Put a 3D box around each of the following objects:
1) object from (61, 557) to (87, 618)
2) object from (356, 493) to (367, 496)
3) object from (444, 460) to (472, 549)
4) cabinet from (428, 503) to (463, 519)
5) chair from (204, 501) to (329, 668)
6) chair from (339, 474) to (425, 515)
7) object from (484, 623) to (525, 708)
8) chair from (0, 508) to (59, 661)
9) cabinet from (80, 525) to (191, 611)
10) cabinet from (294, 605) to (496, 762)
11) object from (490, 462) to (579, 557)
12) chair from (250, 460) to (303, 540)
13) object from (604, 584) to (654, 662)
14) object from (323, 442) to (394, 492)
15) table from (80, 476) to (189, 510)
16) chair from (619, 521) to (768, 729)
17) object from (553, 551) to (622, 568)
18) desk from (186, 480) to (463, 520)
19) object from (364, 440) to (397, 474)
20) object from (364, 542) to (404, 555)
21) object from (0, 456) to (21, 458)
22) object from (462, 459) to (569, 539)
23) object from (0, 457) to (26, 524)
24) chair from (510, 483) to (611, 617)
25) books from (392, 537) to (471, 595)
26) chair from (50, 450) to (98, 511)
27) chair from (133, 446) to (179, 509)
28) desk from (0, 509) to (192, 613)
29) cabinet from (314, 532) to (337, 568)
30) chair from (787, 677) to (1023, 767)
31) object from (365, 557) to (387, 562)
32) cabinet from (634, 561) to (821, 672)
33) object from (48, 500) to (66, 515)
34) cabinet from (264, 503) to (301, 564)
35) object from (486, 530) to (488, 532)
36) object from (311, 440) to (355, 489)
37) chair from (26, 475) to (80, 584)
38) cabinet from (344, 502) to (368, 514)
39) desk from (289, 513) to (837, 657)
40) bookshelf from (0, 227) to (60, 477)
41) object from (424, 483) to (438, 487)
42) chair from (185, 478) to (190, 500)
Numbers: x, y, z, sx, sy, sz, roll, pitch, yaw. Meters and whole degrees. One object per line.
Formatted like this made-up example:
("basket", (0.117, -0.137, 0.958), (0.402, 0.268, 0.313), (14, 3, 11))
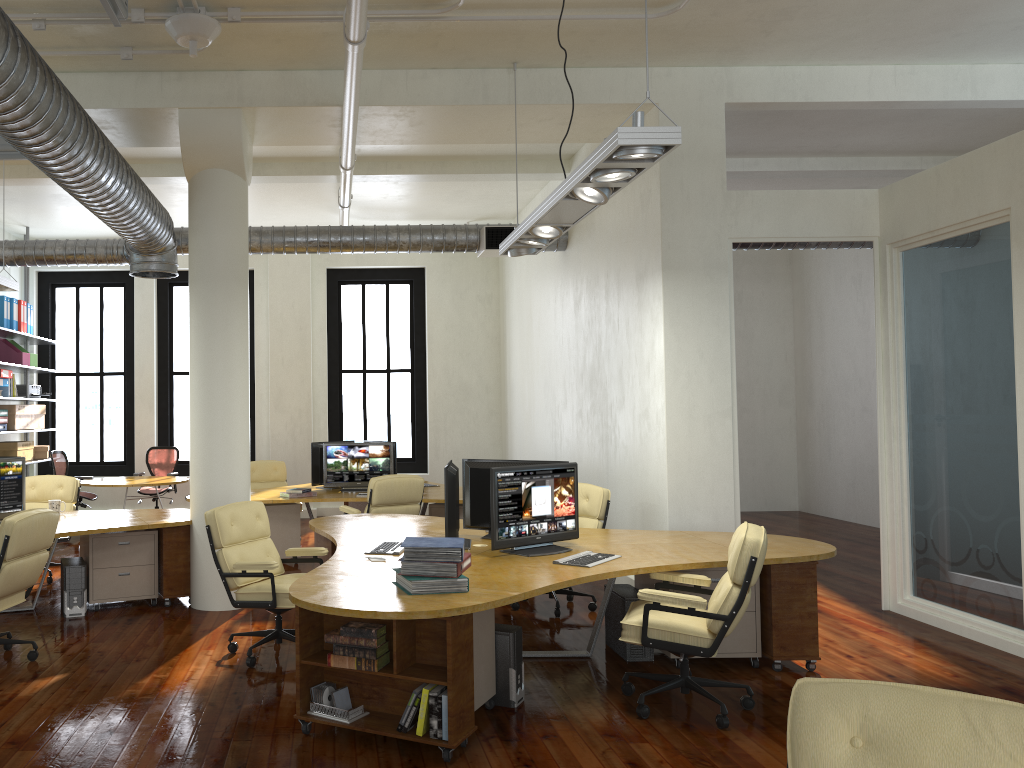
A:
("object", (-3.682, 1.698, 7.445), (0.167, 0.411, 0.516), (0, -2, -29))
("object", (-1.431, 1.193, 9.551), (0.489, 0.016, 0.223), (-1, -2, 8))
("object", (-0.428, 0.810, 6.001), (0.296, 0.552, 0.794), (-1, -2, 0))
("cabinet", (-0.345, 1.574, 9.520), (0.970, 0.709, 0.807), (-2, -2, 29))
("chair", (-1.630, 1.329, 6.050), (0.844, 1.021, 0.660), (-2, -2, 24))
("chair", (-1.333, 1.413, 9.008), (0.652, 1.021, 0.852), (0, -2, -36))
("object", (-0.187, 1.591, 5.090), (0.520, 0.411, 0.166), (-2, -2, 27))
("chair", (-3.493, 1.345, 5.911), (0.800, 1.021, 0.700), (-1, -2, 5))
("cabinet", (-3.327, 1.557, 7.848), (0.822, 0.709, 0.955), (0, -2, -29))
("cabinet", (-0.552, 1.435, 4.708), (0.958, 0.709, 0.819), (-2, -2, 24))
("object", (0.160, 0.794, 5.674), (0.731, 0.552, 0.320), (1, -2, -40))
("chair", (-3.073, 1.500, 11.333), (0.658, 1.021, 0.846), (0, -2, -32))
("object", (0.785, 1.608, 6.016), (0.177, 0.411, 0.488), (-1, -2, -10))
("object", (-1.747, 0.944, 10.099), (0.790, 0.552, 0.297), (-1, -2, -7))
("table", (-5.151, 1.683, 12.080), (1.590, 0.745, 1.377), (-1, -2, 20))
("chair", (0.983, 1.267, 4.878), (0.835, 1.021, 0.668), (-1, -2, 20))
("object", (0.456, 1.049, 5.321), (0.251, 0.016, 0.431), (-2, -2, 33))
("desk", (-1.719, 1.606, 10.745), (3.931, 0.734, 3.473), (-1, -2, 0))
("object", (-1.576, 0.957, 10.621), (0.267, 0.552, 0.877), (0, -2, -33))
("object", (-0.812, 1.078, 5.851), (0.237, 0.016, 0.459), (-1, -2, 6))
("object", (-4.619, 0.904, 7.680), (0.832, 0.552, 0.282), (-1, -2, 8))
("object", (0.020, 0.812, 6.264), (0.882, 0.552, 0.265), (-2, -2, 31))
("object", (-4.244, 0.885, 7.155), (0.314, 0.552, 0.746), (-2, -2, 21))
("chair", (0.347, 1.347, 7.397), (0.710, 1.021, 0.783), (0, -2, -36))
("books", (-0.427, 0.932, 4.575), (0.427, 0.227, 0.447), (-1, -2, 5))
("chair", (-5.978, 1.491, 12.202), (0.764, 1.158, 0.723), (-1, -2, -2))
("chair", (-5.187, 1.507, 13.039), (0.740, 1.158, 0.746), (-1, -2, 3))
("desk", (-4.909, 1.548, 7.560), (3.838, 0.734, 3.527), (-2, -2, 33))
("cabinet", (-1.014, 1.513, 7.189), (0.806, 0.709, 0.971), (0, -2, -36))
("chair", (0.810, 1.176, 1.714), (0.786, 1.021, 0.707), (-2, -2, 34))
("object", (-0.834, 1.067, 5.424), (0.105, 0.015, 0.141), (0, -2, -19))
("cabinet", (1.372, 1.450, 5.920), (0.881, 0.709, 0.896), (-1, -2, -6))
("object", (-4.151, 1.124, 8.078), (0.119, 0.131, 0.129), (-2, -2, 35))
("cabinet", (-2.864, 1.609, 9.769), (0.817, 0.709, 0.960), (0, -2, -31))
("object", (0.070, 1.089, 6.564), (0.515, 0.016, 0.211), (-1, -2, 26))
("object", (-2.145, 0.964, 10.643), (0.319, 0.552, 0.732), (-2, -2, 33))
("chair", (-4.795, 1.448, 8.928), (0.734, 1.021, 0.763), (-1, -2, 4))
("cabinet", (-1.815, 1.656, 11.782), (0.892, 0.709, 0.884), (-1, -2, -1))
("desk", (-0.327, 1.460, 6.276), (3.543, 0.734, 3.824), (1, -2, -35))
("bookshelf", (-7.040, -0.056, 12.238), (0.643, 4.603, 3.667), (-1, -2, -11))
("object", (-1.084, 1.226, 10.817), (0.212, 0.016, 0.511), (0, -2, -28))
("chair", (-6.825, 1.438, 10.100), (7.203, 1.158, 1.035), (1, -2, -36))
